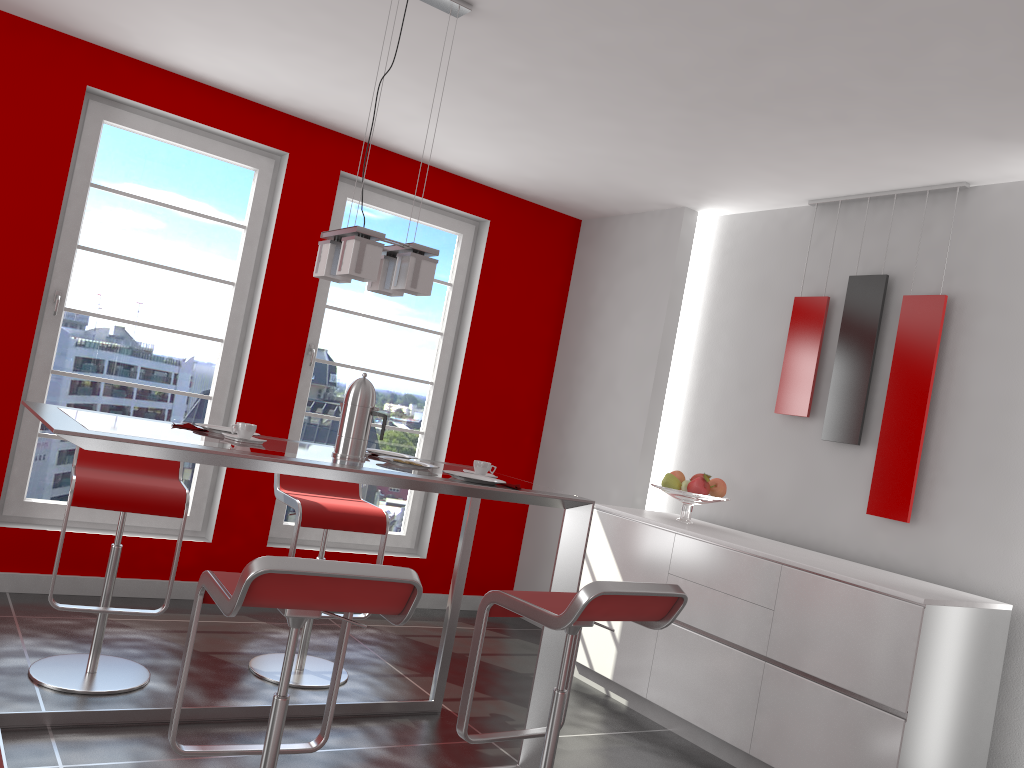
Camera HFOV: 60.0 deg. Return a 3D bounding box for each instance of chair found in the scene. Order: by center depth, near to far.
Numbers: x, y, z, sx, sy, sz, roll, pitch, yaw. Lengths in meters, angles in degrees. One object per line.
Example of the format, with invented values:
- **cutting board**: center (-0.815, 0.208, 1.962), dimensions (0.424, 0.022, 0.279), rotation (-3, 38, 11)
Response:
- **chair**: center (-0.541, 0.791, 2.060), dimensions (0.418, 0.857, 0.460), rotation (12, -3, -29)
- **chair**: center (0.141, 0.937, 2.522), dimensions (0.418, 0.857, 0.460), rotation (12, -3, -39)
- **chair**: center (-1.502, 0.662, 3.342), dimensions (0.418, 0.857, 0.460), rotation (12, -3, -26)
- **chair**: center (-0.841, 0.805, 3.819), dimensions (0.418, 0.857, 0.460), rotation (12, -3, -31)

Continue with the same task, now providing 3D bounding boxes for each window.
- **window**: center (-1.853, -0.296, 4.509), dimensions (0.938, 2.038, 0.117), rotation (12, -3, -34)
- **window**: center (-0.798, -0.069, 5.233), dimensions (0.938, 2.038, 0.117), rotation (12, -3, -34)

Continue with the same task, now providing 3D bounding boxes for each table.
- **table**: center (-0.715, 0.718, 2.899), dimensions (1.700, 1.000, 0.800), rotation (12, -3, -34)

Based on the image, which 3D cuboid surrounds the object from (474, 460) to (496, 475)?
- **object**: center (-0.103, 0.304, 3.178), dimensions (0.078, 0.049, 0.062), rotation (12, -3, -34)

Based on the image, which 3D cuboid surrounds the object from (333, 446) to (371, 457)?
- **object**: center (-0.564, 0.240, 3.125), dimensions (0.119, 0.016, 0.119), rotation (12, -3, -36)

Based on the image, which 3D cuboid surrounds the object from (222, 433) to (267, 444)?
- **object**: center (-0.848, 0.174, 2.805), dimensions (0.119, 0.016, 0.119), rotation (9, -3, 36)

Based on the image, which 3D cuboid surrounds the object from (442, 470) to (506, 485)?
- **object**: center (-0.126, 0.314, 2.939), dimensions (0.217, 0.015, 0.217), rotation (11, -2, 2)

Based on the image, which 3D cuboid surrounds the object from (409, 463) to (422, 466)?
- **object**: center (-0.328, 0.275, 3.034), dimensions (0.036, 0.006, 0.034), rotation (8, -3, 44)

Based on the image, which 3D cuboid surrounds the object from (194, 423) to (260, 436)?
- **object**: center (-0.959, 0.160, 2.987), dimensions (0.217, 0.015, 0.217), rotation (11, -2, -10)

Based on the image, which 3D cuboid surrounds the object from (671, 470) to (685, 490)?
- **object**: center (0.838, 0.493, 4.510), dimensions (0.096, 0.105, 0.117), rotation (11, -2, -5)

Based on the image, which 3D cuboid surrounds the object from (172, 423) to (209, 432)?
- **object**: center (-1.073, 0.137, 2.912), dimensions (0.095, 0.012, 0.234), rotation (12, -3, -35)

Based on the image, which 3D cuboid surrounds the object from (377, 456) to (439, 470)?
- **object**: center (-0.358, 0.275, 3.055), dimensions (0.217, 0.015, 0.217), rotation (10, -2, 3)

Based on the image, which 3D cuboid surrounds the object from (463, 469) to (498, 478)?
- **object**: center (-0.114, 0.326, 3.173), dimensions (0.119, 0.016, 0.119), rotation (11, -2, -14)

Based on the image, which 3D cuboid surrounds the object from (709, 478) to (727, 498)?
- **object**: center (1.020, 0.517, 4.390), dimensions (0.097, 0.101, 0.121), rotation (9, -3, 35)

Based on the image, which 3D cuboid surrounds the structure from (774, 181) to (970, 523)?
- **structure**: center (1.619, -0.169, 4.168), dimensions (0.040, 1.503, 0.820), rotation (12, -3, -34)

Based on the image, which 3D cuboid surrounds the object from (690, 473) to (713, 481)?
- **object**: center (0.960, 0.502, 4.503), dimensions (0.117, 0.129, 0.150), rotation (10, -2, 13)

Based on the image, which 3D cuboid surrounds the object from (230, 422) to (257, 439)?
- **object**: center (-0.851, 0.149, 2.804), dimensions (0.078, 0.049, 0.062), rotation (11, -2, -11)

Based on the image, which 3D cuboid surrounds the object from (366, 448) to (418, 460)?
- **object**: center (-0.462, 0.267, 3.336), dimensions (0.217, 0.015, 0.217), rotation (9, -3, 32)

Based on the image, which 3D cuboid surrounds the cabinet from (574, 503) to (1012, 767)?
- **cabinet**: center (1.083, 1.159, 3.945), dimensions (0.610, 0.880, 1.802), rotation (12, -3, -34)

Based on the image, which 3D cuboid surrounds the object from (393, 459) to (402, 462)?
- **object**: center (-0.392, 0.264, 3.059), dimensions (0.034, 0.006, 0.036), rotation (12, -2, -22)

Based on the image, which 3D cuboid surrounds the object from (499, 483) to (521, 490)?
- **object**: center (-0.011, 0.340, 3.010), dimensions (0.095, 0.012, 0.234), rotation (12, -3, -34)

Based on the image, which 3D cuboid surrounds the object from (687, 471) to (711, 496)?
- **object**: center (0.909, 0.487, 4.326), dimensions (0.097, 0.133, 0.117), rotation (13, -3, -44)

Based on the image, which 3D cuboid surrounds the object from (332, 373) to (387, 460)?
- **object**: center (-0.501, 0.106, 2.960), dimensions (0.149, 0.287, 0.113), rotation (12, -3, -26)

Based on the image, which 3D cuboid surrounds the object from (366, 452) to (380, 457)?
- **object**: center (-0.577, 0.244, 3.261), dimensions (0.095, 0.012, 0.234), rotation (12, -3, -35)

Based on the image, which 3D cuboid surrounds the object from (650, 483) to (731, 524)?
- **object**: center (0.874, 0.610, 4.412), dimensions (0.398, 0.159, 0.398), rotation (10, -2, 16)

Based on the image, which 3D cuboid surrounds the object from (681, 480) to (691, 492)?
- **object**: center (0.890, 0.522, 4.444), dimensions (0.086, 0.079, 0.084), rotation (11, -2, -6)

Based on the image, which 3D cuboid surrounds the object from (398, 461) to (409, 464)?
- **object**: center (-0.369, 0.267, 3.025), dimensions (0.036, 0.006, 0.034), rotation (11, -2, -10)

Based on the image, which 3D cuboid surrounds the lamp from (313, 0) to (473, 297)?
- **lamp**: center (-0.378, -0.831, 2.991), dimensions (0.304, 1.025, 0.304), rotation (12, -3, -34)

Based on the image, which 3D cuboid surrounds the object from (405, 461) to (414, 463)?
- **object**: center (-0.353, 0.272, 3.069), dimensions (0.036, 0.006, 0.034), rotation (10, -2, 3)

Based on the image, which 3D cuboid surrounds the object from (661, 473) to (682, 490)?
- **object**: center (0.788, 0.485, 4.372), dimensions (0.100, 0.086, 0.083), rotation (10, -2, 16)
